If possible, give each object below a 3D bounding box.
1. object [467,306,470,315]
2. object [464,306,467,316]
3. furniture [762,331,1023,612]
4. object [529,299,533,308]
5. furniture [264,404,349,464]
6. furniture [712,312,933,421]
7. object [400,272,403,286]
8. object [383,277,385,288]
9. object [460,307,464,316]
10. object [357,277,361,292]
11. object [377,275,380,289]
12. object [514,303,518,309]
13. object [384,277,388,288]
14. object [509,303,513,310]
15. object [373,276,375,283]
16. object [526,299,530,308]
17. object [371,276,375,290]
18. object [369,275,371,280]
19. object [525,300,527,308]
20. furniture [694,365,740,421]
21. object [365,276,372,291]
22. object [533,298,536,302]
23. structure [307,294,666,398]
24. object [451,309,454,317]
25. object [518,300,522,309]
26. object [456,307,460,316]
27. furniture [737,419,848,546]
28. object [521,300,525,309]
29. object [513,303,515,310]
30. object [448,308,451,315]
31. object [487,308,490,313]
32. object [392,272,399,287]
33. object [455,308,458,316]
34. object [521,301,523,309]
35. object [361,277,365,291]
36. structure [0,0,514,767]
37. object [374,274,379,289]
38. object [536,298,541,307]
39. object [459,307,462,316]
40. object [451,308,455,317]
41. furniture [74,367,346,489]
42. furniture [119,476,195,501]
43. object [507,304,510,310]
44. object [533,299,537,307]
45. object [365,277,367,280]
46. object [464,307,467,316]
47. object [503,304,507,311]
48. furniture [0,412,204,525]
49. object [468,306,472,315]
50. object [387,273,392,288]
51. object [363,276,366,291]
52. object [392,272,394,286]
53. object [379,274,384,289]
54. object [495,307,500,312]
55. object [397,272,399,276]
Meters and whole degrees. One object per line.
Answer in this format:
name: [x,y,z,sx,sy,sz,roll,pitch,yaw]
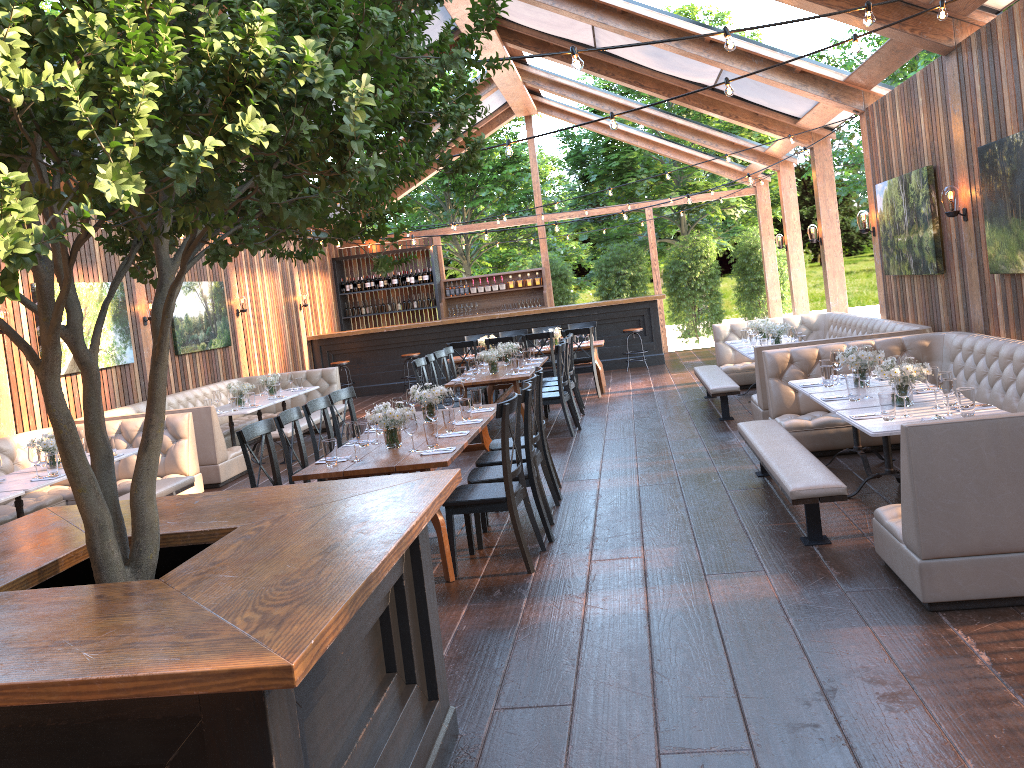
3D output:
object: [-0.907,-1.557,18.758,0.070,0.185,0.070,-6,3,12]
object: [-0.988,-1.549,18.774,0.070,0.185,0.070,-6,3,12]
furniture: [2.893,0.275,5.894,1.707,0.856,4.180,-6,6,8]
object: [0.406,-1.685,18.486,0.074,0.180,0.073,-8,3,-18]
furniture: [-2.513,0.607,11.174,0.312,0.397,2.341,-6,6,8]
furniture: [3.458,-0.262,10.386,1.707,0.856,4.180,-6,6,8]
object: [-2.378,-2.240,18.926,0.077,0.306,0.077,-6,3,24]
object: [-2.724,-2.211,19.031,0.077,0.308,0.077,-7,2,-14]
object: [-1.053,-1.534,18.707,0.070,0.185,0.070,-6,3,12]
object: [-3.272,-2.138,18.961,0.078,0.311,0.078,-7,2,3]
object: [-2.840,-2.194,18.987,0.137,0.315,0.136,-8,3,-30]
object: [0.092,-1.646,18.722,0.097,0.134,0.097,-7,3,-6]
object: [-2.695,-2.200,18.889,0.078,0.311,0.078,-7,2,3]
object: [-0.020,-1.632,18.719,0.097,0.134,0.097,-7,3,-6]
object: [-2.964,-2.178,19.030,0.075,0.302,0.076,-6,3,24]
object: [0.326,-1.676,18.497,0.074,0.180,0.073,-8,3,-18]
object: [-2.977,-2.166,18.909,0.077,0.306,0.077,-6,3,24]
object: [-3.056,-2.183,19.080,0.081,0.323,0.081,-7,2,-14]
object: [0.317,-1.685,18.591,0.074,0.180,0.073,-8,3,-18]
furniture: [2.422,0.081,10.523,0.312,0.397,2.341,-6,6,8]
object: [-3.085,-2.161,18.959,0.137,0.315,0.136,-8,3,-30]
object: [0.484,-1.703,18.569,0.074,0.180,0.073,-8,3,-18]
structure: [-0.438,-0.685,16.927,6.794,1.272,0.860,-6,3,7]
object: [-1.252,-1.519,18.796,0.070,0.185,0.070,-6,3,12]
object: [0.165,-1.659,18.518,0.074,0.180,0.073,-8,3,-18]
object: [-1.142,-1.523,18.699,0.070,0.185,0.070,-6,3,12]
furniture: [1.859,0.616,6.045,0.312,0.397,2.341,-6,6,8]
object: [0.243,-1.666,18.499,0.074,0.180,0.073,-8,3,-18]
object: [0.057,-1.653,18.828,0.097,0.134,0.097,-7,3,-6]
object: [-1.322,-1.504,18.728,0.070,0.185,0.070,-6,3,12]
object: [-0.509,-1.577,18.927,0.123,0.096,0.125,-5,5,19]
object: [-2.495,-2.223,18.868,0.137,0.315,0.136,-8,3,-30]
object: [-1.165,-1.530,18.795,0.070,0.185,0.070,-6,3,12]
object: [0.240,-1.676,18.592,0.074,0.180,0.073,-8,3,-18]
object: [-3.196,-2.137,18.909,0.075,0.302,0.076,-6,3,24]
structure: [-1.295,-0.314,2.680,2.709,3.686,2.867,-6,4,16]
object: [-2.893,-2.181,18.870,0.081,0.323,0.081,-7,2,-14]
object: [0.553,-1.699,18.455,0.074,0.180,0.073,-8,3,-18]
object: [-1.082,-1.539,18.789,0.070,0.185,0.070,-6,3,12]
object: [-1.238,-1.512,18.710,0.070,0.185,0.070,-6,3,12]
furniture: [-3.635,0.495,11.314,1.707,0.856,4.180,-6,6,8]
furniture: [-3.076,1.142,6.695,0.312,0.397,2.341,-6,6,8]
object: [-0.057,-1.642,18.859,0.097,0.134,0.097,-7,3,-6]
object: [0.487,-1.695,18.492,0.074,0.180,0.073,-8,3,-18]
object: [-3.141,-2.169,19.132,0.077,0.306,0.077,-6,3,24]
object: [-0.979,-1.539,18.669,0.070,0.185,0.070,-6,3,12]
object: [-0.140,-1.620,18.741,0.097,0.134,0.097,-7,3,-6]
furniture: [-4.198,1.031,6.833,1.707,0.856,4.180,-6,6,8]
object: [-0.883,-1.551,18.671,0.070,0.185,0.070,-6,3,12]
object: [-2.611,-2.204,18.833,0.077,0.308,0.077,-7,2,-14]
object: [-3.183,-2.169,19.051,0.087,0.333,0.087,-7,2,-12]
object: [-2.537,-2.241,18.991,0.087,0.333,0.087,-7,2,-12]
object: [-2.792,-2.197,18.863,0.087,0.333,0.087,-7,2,-12]
object: [-0.290,-1.588,18.774,0.123,0.096,0.125,-5,5,19]
object: [-2.439,-2.248,18.991,0.081,0.323,0.081,-7,2,-14]
